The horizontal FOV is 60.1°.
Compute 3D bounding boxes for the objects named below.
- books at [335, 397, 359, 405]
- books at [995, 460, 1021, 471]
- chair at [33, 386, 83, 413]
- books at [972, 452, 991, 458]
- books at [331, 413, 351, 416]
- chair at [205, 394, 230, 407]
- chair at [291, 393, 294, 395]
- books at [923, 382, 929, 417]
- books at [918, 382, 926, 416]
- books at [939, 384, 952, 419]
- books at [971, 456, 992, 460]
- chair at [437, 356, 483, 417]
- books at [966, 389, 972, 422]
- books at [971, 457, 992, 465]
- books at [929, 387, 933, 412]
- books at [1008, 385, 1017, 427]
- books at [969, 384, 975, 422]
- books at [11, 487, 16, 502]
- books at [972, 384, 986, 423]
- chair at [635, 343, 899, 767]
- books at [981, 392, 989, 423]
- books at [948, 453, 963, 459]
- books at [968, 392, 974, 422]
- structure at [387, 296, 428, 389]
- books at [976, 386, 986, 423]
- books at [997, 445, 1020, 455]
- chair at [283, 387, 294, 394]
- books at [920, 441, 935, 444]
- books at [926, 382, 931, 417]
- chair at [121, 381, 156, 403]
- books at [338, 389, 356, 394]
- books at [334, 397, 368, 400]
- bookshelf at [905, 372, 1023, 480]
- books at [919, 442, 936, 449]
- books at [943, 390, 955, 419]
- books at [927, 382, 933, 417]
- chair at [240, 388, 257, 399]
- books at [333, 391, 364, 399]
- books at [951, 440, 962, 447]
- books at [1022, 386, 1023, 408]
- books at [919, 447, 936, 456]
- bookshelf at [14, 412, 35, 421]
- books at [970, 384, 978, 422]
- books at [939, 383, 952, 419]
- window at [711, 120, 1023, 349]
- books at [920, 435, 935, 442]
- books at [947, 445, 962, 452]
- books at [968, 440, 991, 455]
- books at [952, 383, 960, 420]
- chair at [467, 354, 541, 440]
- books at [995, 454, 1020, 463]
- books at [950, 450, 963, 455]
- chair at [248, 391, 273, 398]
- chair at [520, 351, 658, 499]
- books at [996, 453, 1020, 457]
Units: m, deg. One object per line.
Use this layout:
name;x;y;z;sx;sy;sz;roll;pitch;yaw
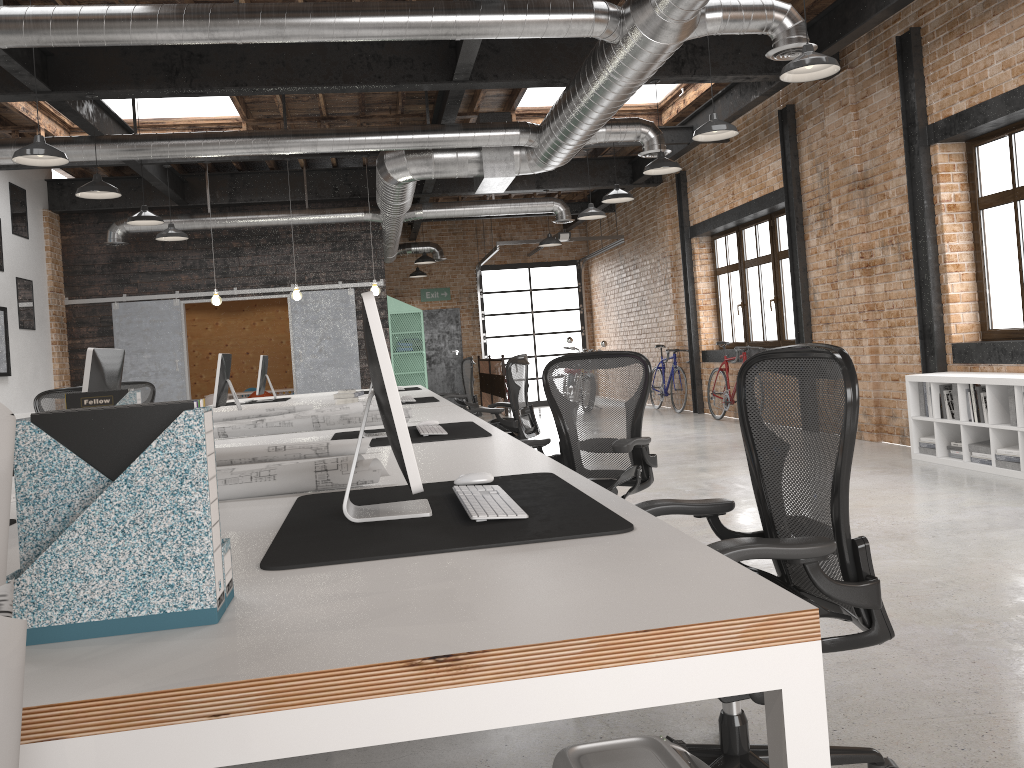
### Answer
books;-1.432;0.141;7.664;0.200;0.050;0.271;-5;2;-11
books;3.544;0.549;6.146;0.217;0.072;0.289;-4;2;-9
chair;-3.316;0.562;6.839;0.772;1.086;0.791;-4;0;-40
books;3.517;0.500;6.426;0.214;0.046;0.251;-4;2;-8
books;-1.066;0.207;5.573;0.200;0.024;0.236;-3;2;25
chair;-4.761;0.536;14.360;0.618;0.778;0.580;-4;0;-14
chair;-3.377;0.427;14.574;0.618;0.778;0.580;-4;0;-14
books;3.438;0.106;7.104;0.249;0.333;0.060;-4;-1;-4
books;3.437;0.095;7.166;0.259;0.351;0.065;-4;-1;-4
books;3.448;0.139;6.878;0.222;0.283;0.061;-4;-1;-4
books;3.518;0.518;6.430;0.219;0.034;0.260;-4;2;-8
chair;-0.659;0.251;9.915;0.793;1.086;0.769;-4;0;-30
books;3.471;0.160;6.573;0.182;0.262;0.056;-4;-1;-4
books;3.516;0.544;6.437;0.207;0.061;0.274;-4;2;-8
books;3.413;0.147;7.008;0.182;0.262;0.056;-4;-1;-4
books;3.572;0.125;6.111;0.259;0.351;0.065;-4;-1;-4
books;3.509;0.112;6.531;0.258;0.355;0.049;-4;-1;-4
books;-1.610;0.353;2.771;0.200;0.024;0.236;-3;2;25
books;3.519;0.114;6.477;0.272;0.354;0.063;-4;-1;-4
chair;0.519;0.463;2.091;0.793;1.086;0.769;-4;0;-25
books;3.510;0.174;6.408;0.197;0.240;0.058;-4;-1;-4
books;3.494;0.538;6.756;0.184;0.049;0.261;-4;2;-8
books;3.469;0.172;6.542;0.162;0.240;0.054;-4;-1;-4
structure;-1.648;-0.345;14.122;0.557;2.101;1.117;-4;0;-9
books;3.507;0.152;6.443;0.222;0.283;0.061;-4;-1;-4
books;3.536;0.455;6.128;0.214;0.052;0.252;-4;2;-8
chair;-3.926;0.394;16.490;0.618;0.778;0.580;-4;0;-14
books;3.420;0.447;7.045;0.219;0.039;0.260;-4;2;-8
books;3.448;0.116;7.073;0.265;0.315;0.025;-4;-1;-4
chair;-4.000;0.509;9.550;0.791;1.086;0.771;-4;0;30
books;-1.433;0.062;7.682;0.153;0.030;0.185;-5;2;-11
books;-1.533;0.136;8.422;0.243;0.019;0.205;-3;2;29
bookshelf;3.543;0.275;6.483;0.400;0.685;1.543;-4;2;-9
books;3.418;0.473;7.052;0.207;0.067;0.275;-4;2;-8
books;3.451;0.162;6.842;0.197;0.240;0.058;-4;-1;-4
books;3.451;0.121;7.050;0.259;0.305;0.040;-4;-1;-4
chair;-4.815;0.464;16.353;0.618;0.778;0.580;-4;0;-14
books;-1.416;0.092;7.683;0.193;0.044;0.257;-4;2;9
books;3.503;0.448;6.733;0.199;0.054;0.240;-4;2;-8
books;3.587;0.152;5.996;0.259;0.305;0.040;-4;-1;-4
books;3.427;0.523;7.059;0.217;0.072;0.289;-4;2;-9
bookshelf;-5.745;0.769;9.815;0.400;0.800;1.543;-4;2;-9
books;3.515;0.114;6.507;0.259;0.353;0.070;-4;-1;-4
books;3.460;0.101;6.912;0.272;0.354;0.063;-4;-1;-4
window;3.590;-1.216;8.601;0.147;1.691;8.633;-4;2;-9
books;3.419;0.428;7.041;0.214;0.052;0.252;-4;2;-8
books;3.506;0.480;6.757;0.222;0.055;0.282;-4;2;-8
books;3.515;0.464;6.445;0.217;0.078;0.291;-4;2;-9
books;3.495;0.107;6.731;0.259;0.351;0.065;-4;-1;-4
chair;-0.119;0.316;7.183;0.792;1.086;0.770;-4;0;0
books;3.535;0.499;6.139;0.207;0.067;0.275;-4;2;-8
books;3.486;0.510;6.741;0.164;0.047;0.239;-4;2;-8
chair;-4.064;0.481;14.467;0.618;0.778;0.580;-4;0;-14
chair;0.362;0.396;4.144;0.769;1.086;0.793;-4;0;15
books;3.537;0.473;6.132;0.219;0.039;0.260;-4;2;-8
